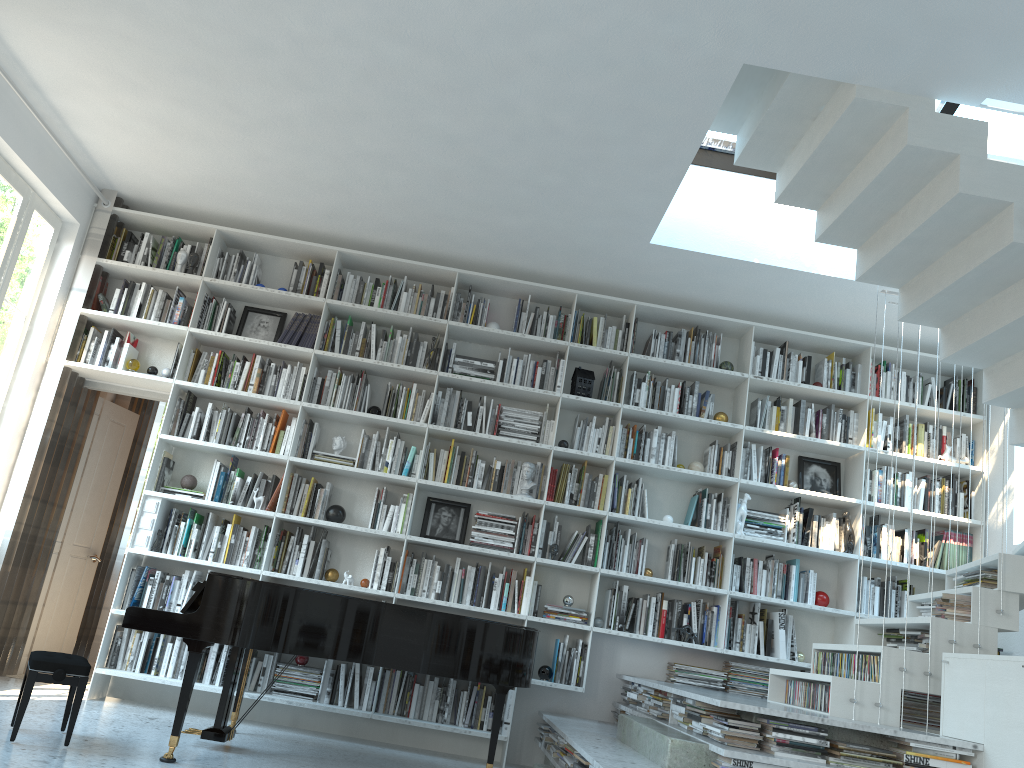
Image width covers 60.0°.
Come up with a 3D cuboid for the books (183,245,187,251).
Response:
[{"bbox_3d":[-2.291,-0.825,6.204,0.025,0.243,0.168,10,-15,-1],"label":"books"}]

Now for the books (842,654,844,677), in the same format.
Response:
[{"bbox_3d":[1.777,1.472,4.598,0.125,0.125,0.010,10,-15,-1],"label":"books"}]

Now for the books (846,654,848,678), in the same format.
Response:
[{"bbox_3d":[1.780,1.460,4.553,0.125,0.125,0.007,10,-15,-1],"label":"books"}]

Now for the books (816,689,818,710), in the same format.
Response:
[{"bbox_3d":[1.607,1.596,4.492,0.125,0.125,0.010,10,-15,-1],"label":"books"}]

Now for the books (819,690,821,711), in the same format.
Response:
[{"bbox_3d":[1.610,1.586,4.455,0.125,0.125,0.007,10,-15,-1],"label":"books"}]

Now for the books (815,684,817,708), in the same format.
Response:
[{"bbox_3d":[1.606,1.600,4.508,0.125,0.125,0.008,10,-15,-1],"label":"books"}]

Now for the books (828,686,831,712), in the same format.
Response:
[{"bbox_3d":[1.617,1.557,4.351,0.125,0.125,0.008,10,-15,-1],"label":"books"}]

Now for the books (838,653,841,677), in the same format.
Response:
[{"bbox_3d":[1.774,1.484,4.640,0.125,0.125,0.014,10,-15,-1],"label":"books"}]

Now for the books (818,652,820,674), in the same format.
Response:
[{"bbox_3d":[1.755,1.554,4.895,0.125,0.125,0.010,10,-15,-1],"label":"books"}]

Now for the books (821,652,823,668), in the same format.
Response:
[{"bbox_3d":[1.757,1.545,4.861,0.125,0.125,0.007,10,-15,-1],"label":"books"}]

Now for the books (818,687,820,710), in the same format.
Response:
[{"bbox_3d":[1.609,1.589,4.470,0.125,0.125,0.008,10,-15,-1],"label":"books"}]

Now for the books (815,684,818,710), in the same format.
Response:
[{"bbox_3d":[1.606,1.598,4.500,0.125,0.125,0.009,10,-15,-1],"label":"books"}]

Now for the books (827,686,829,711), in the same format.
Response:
[{"bbox_3d":[1.616,1.561,4.366,0.125,0.125,0.007,10,-15,-1],"label":"books"}]

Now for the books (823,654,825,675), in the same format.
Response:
[{"bbox_3d":[1.760,1.536,4.830,0.125,0.125,0.010,10,-15,-1],"label":"books"}]

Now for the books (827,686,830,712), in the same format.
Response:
[{"bbox_3d":[1.617,1.559,4.358,0.125,0.125,0.008,10,-15,-1],"label":"books"}]

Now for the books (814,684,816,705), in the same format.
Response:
[{"bbox_3d":[1.605,1.604,4.523,0.125,0.125,0.008,10,-15,-1],"label":"books"}]

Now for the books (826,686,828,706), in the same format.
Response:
[{"bbox_3d":[1.615,1.565,4.380,0.125,0.125,0.007,10,-15,-1],"label":"books"}]

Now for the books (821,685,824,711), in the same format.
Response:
[{"bbox_3d":[1.611,1.579,4.431,0.125,0.125,0.011,10,-15,-1],"label":"books"}]

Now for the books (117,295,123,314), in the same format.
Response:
[{"bbox_3d":[-2.676,-0.503,6.117,0.024,0.191,0.138,10,-16,-1],"label":"books"}]

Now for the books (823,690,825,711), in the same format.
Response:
[{"bbox_3d":[1.613,1.572,4.407,0.125,0.125,0.010,10,-15,-1],"label":"books"}]

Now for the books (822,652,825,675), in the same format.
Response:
[{"bbox_3d":[1.759,1.539,4.839,0.125,0.125,0.008,10,-15,-1],"label":"books"}]

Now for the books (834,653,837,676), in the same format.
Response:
[{"bbox_3d":[1.770,1.497,4.688,0.125,0.125,0.012,10,-15,-1],"label":"books"}]

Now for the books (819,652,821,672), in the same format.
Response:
[{"bbox_3d":[1.756,1.552,4.887,0.125,0.125,0.012,10,-15,-1],"label":"books"}]

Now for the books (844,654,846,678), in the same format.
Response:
[{"bbox_3d":[1.778,1.466,4.575,0.125,0.125,0.008,10,-15,-1],"label":"books"}]

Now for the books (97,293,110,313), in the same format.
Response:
[{"bbox_3d":[-2.794,-0.517,6.108,0.121,0.175,0.130,10,-16,-1],"label":"books"}]

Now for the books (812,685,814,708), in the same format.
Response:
[{"bbox_3d":[1.603,1.610,4.544,0.125,0.125,0.008,10,-15,-1],"label":"books"}]

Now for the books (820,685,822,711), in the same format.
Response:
[{"bbox_3d":[1.610,1.583,4.448,0.125,0.125,0.008,10,-15,-1],"label":"books"}]

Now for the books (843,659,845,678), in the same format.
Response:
[{"bbox_3d":[1.778,1.467,4.581,0.125,0.125,0.008,10,-15,-1],"label":"books"}]

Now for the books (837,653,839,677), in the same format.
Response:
[{"bbox_3d":[1.772,1.489,4.660,0.125,0.125,0.007,10,-15,-1],"label":"books"}]

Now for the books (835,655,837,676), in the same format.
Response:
[{"bbox_3d":[1.771,1.494,4.677,0.125,0.125,0.011,10,-15,-1],"label":"books"}]

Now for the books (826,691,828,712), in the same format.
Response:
[{"bbox_3d":[1.616,1.563,4.373,0.125,0.125,0.007,10,-15,-1],"label":"books"}]

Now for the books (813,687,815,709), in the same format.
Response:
[{"bbox_3d":[1.604,1.606,4.530,0.125,0.125,0.008,10,-15,-1],"label":"books"}]

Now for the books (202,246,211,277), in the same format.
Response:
[{"bbox_3d":[-2.092,-0.801,6.186,0.024,0.251,0.235,10,-16,-1],"label":"books"}]

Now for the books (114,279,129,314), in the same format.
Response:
[{"bbox_3d":[-2.684,-0.558,6.119,0.011,0.295,0.163,10,-15,-1],"label":"books"}]

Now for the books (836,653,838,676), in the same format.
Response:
[{"bbox_3d":[1.771,1.492,4.670,0.125,0.125,0.009,10,-15,-1],"label":"books"}]

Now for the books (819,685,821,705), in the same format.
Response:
[{"bbox_3d":[1.609,1.587,4.462,0.125,0.125,0.008,10,-15,-1],"label":"books"}]

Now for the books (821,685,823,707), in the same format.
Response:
[{"bbox_3d":[1.611,1.581,4.438,0.125,0.125,0.011,10,-15,-1],"label":"books"}]

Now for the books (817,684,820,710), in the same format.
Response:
[{"bbox_3d":[1.608,1.591,4.477,0.125,0.125,0.008,10,-15,-1],"label":"books"}]

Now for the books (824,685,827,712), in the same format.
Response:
[{"bbox_3d":[1.614,1.570,4.399,0.125,0.125,0.012,10,-15,-1],"label":"books"}]

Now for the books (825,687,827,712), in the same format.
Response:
[{"bbox_3d":[1.615,1.567,4.388,0.125,0.125,0.008,10,-15,-1],"label":"books"}]

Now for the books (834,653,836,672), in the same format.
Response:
[{"bbox_3d":[1.769,1.500,4.698,0.125,0.125,0.008,10,-15,-1],"label":"books"}]

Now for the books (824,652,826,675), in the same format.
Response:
[{"bbox_3d":[1.761,1.533,4.819,0.125,0.125,0.010,10,-15,-1],"label":"books"}]

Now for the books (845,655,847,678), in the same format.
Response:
[{"bbox_3d":[1.779,1.462,4.561,0.125,0.125,0.008,10,-15,-1],"label":"books"}]

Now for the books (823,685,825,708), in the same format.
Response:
[{"bbox_3d":[1.613,1.574,4.415,0.125,0.125,0.008,10,-15,-1],"label":"books"}]

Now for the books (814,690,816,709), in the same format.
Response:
[{"bbox_3d":[1.605,1.602,4.515,0.125,0.125,0.007,10,-15,-1],"label":"books"}]

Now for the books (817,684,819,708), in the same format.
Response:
[{"bbox_3d":[1.607,1.594,4.486,0.125,0.125,0.010,10,-15,-1],"label":"books"}]

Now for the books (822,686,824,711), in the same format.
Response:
[{"bbox_3d":[1.612,1.577,4.423,0.125,0.125,0.008,10,-15,-1],"label":"books"}]

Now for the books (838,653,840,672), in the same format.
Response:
[{"bbox_3d":[1.773,1.487,4.651,0.125,0.125,0.010,10,-15,-1],"label":"books"}]

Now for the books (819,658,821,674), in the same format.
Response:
[{"bbox_3d":[1.756,1.549,4.876,0.125,0.125,0.008,10,-15,-1],"label":"books"}]

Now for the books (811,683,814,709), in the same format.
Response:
[{"bbox_3d":[1.603,1.612,4.551,0.125,0.125,0.008,10,-15,-1],"label":"books"}]

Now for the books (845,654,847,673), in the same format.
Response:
[{"bbox_3d":[1.779,1.464,4.567,0.125,0.125,0.008,10,-15,-1],"label":"books"}]

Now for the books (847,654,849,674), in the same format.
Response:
[{"bbox_3d":[1.780,1.458,4.546,0.125,0.125,0.008,10,-15,-1],"label":"books"}]

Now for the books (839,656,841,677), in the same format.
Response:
[{"bbox_3d":[1.774,1.481,4.629,0.125,0.125,0.010,10,-15,-1],"label":"books"}]

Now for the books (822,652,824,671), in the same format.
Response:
[{"bbox_3d":[1.759,1.541,4.846,0.125,0.125,0.008,10,-15,-1],"label":"books"}]

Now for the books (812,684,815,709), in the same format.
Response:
[{"bbox_3d":[1.604,1.608,4.537,0.125,0.125,0.008,10,-15,-1],"label":"books"}]

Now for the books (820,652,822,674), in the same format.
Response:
[{"bbox_3d":[1.757,1.547,4.868,0.125,0.125,0.007,10,-15,-1],"label":"books"}]

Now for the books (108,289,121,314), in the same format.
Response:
[{"bbox_3d":[-2.713,-0.526,6.105,0.034,0.217,0.167,10,-16,-1],"label":"books"}]

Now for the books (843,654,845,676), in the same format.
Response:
[{"bbox_3d":[1.777,1.470,4.589,0.125,0.125,0.008,10,-15,-1],"label":"books"}]

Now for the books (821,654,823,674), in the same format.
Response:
[{"bbox_3d":[1.758,1.543,4.854,0.125,0.125,0.007,10,-15,-1],"label":"books"}]
